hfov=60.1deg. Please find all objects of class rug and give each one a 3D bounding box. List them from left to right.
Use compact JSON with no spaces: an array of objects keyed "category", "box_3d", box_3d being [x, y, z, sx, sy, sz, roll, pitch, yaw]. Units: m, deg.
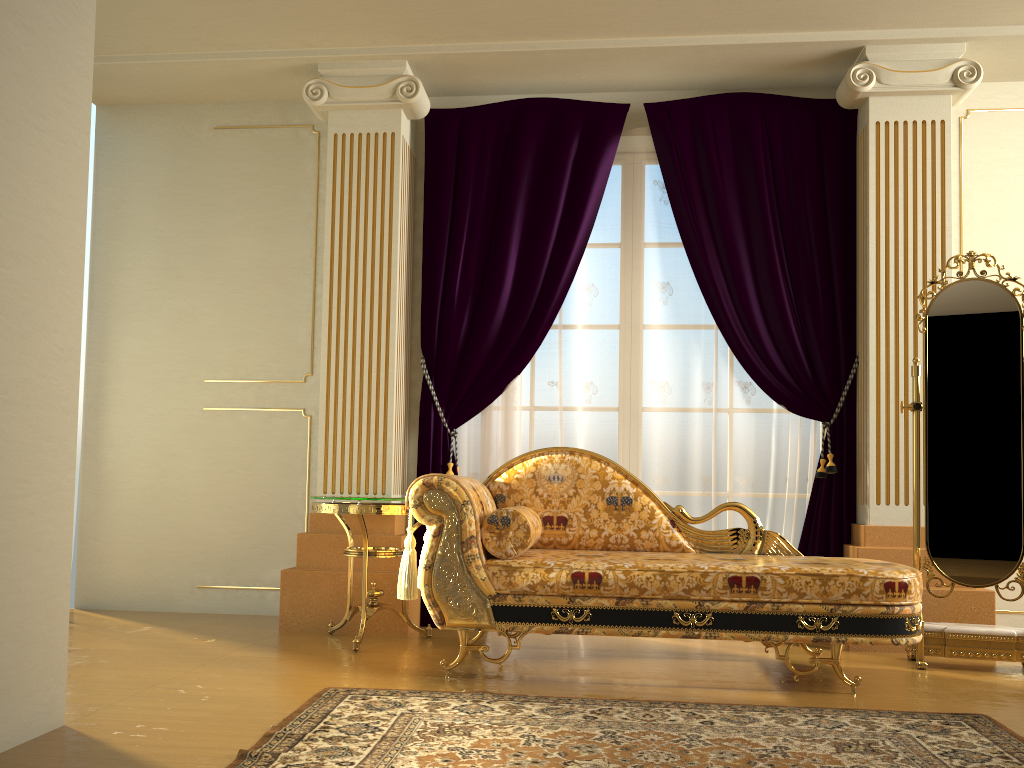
[{"category":"rug","box_3d":[0.275,0.837,1.351,2.116,0.017,3.096,0,-7,6]}]

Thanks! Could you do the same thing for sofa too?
[{"category":"sofa","box_3d":[0.556,0.663,3.392,1.893,0.867,0.697,0,-4,6]}]

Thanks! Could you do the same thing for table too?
[{"category":"table","box_3d":[-0.608,0.820,3.906,0.573,0.640,0.572,5,-6,-39]}]

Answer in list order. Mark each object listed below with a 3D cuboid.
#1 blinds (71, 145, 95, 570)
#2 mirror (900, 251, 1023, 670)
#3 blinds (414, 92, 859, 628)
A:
[{"category":"blinds","box_3d":[-2.366,-0.173,3.673,0.164,2.494,2.177,1,-5,8]},{"category":"mirror","box_3d":[1.870,0.296,3.582,0.541,1.692,0.244,0,-3,16]},{"category":"blinds","box_3d":[0.602,-0.102,4.402,2.235,2.642,0.340,1,-3,7]}]
